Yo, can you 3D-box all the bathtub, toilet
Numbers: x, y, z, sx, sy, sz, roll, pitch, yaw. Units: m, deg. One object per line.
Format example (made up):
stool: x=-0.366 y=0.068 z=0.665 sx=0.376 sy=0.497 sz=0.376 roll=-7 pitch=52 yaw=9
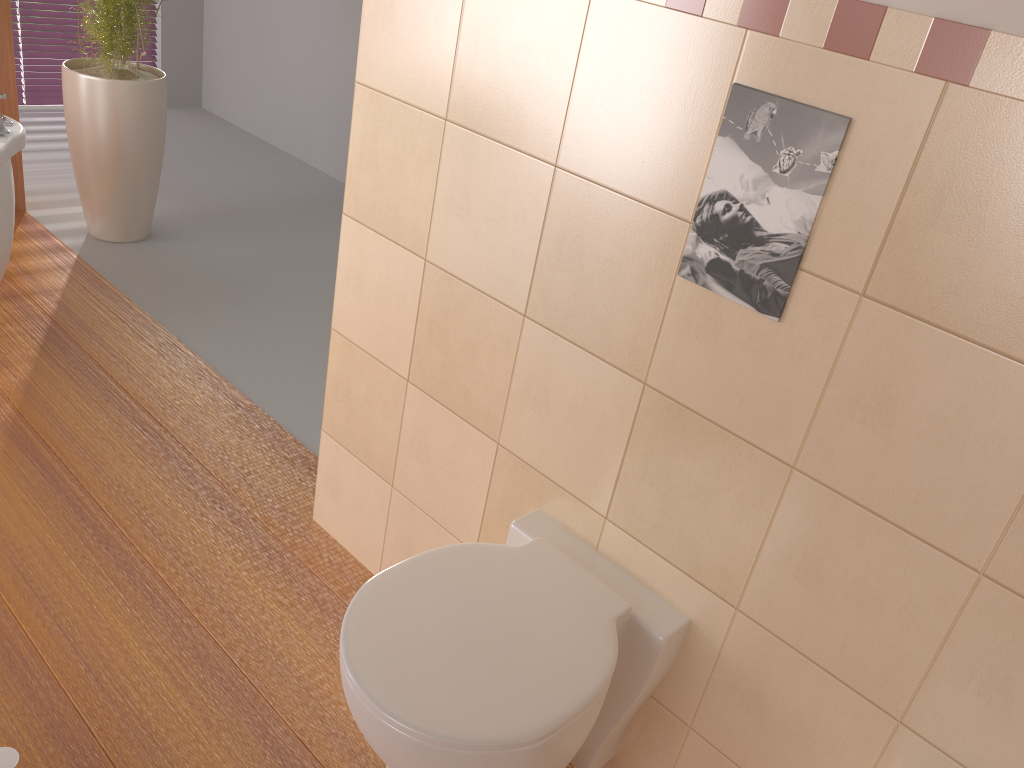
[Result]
bathtub: x=-2.136 y=-0.448 z=2.074 sx=0.888 sy=0.900 sz=1.874 roll=32 pitch=34 yaw=34
toilet: x=-0.044 y=0.526 z=1.446 sx=0.375 sy=0.400 sz=0.534 roll=32 pitch=34 yaw=34

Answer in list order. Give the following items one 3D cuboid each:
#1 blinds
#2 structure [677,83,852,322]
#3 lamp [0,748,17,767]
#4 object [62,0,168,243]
blinds: x=-3.560 y=-2.022 z=3.204 sx=0.032 sy=2.022 sz=4.712 roll=32 pitch=34 yaw=34
structure: x=0.330 y=-0.243 z=1.198 sx=0.170 sy=0.279 sz=0.005 roll=32 pitch=34 yaw=34
lamp: x=-1.761 y=1.106 z=0.285 sx=2.893 sy=0.001 sz=3.173 roll=32 pitch=34 yaw=34
object: x=-1.339 y=-1.277 z=3.230 sx=0.683 sy=1.557 sz=1.335 roll=3 pitch=29 yaw=-17
